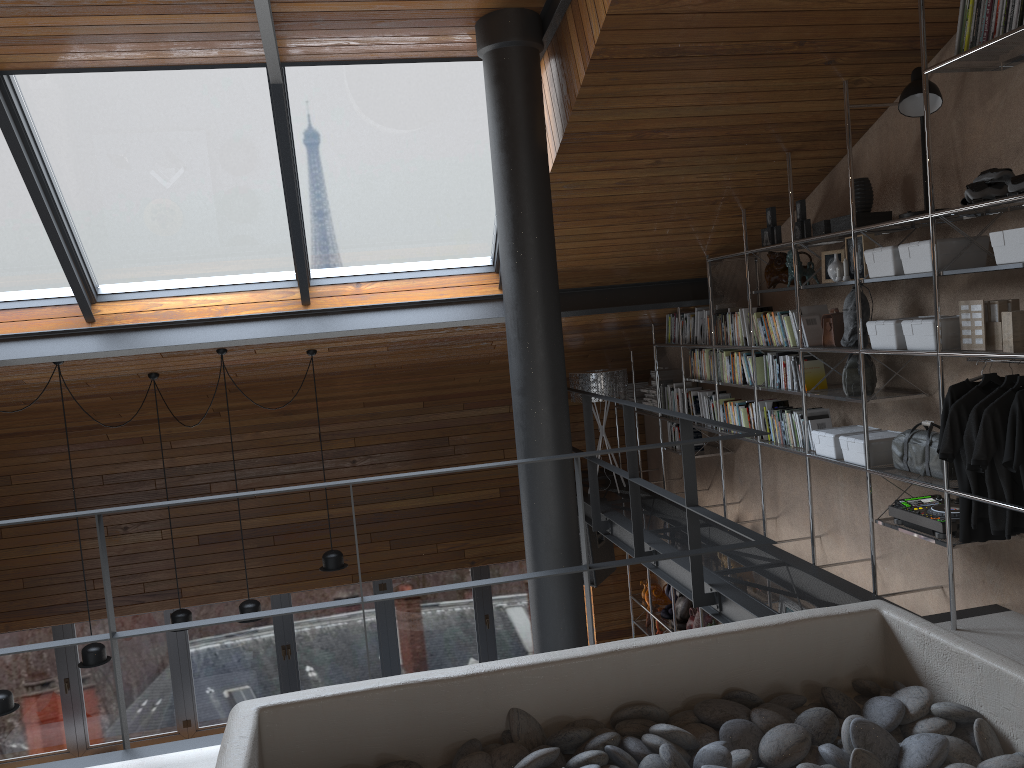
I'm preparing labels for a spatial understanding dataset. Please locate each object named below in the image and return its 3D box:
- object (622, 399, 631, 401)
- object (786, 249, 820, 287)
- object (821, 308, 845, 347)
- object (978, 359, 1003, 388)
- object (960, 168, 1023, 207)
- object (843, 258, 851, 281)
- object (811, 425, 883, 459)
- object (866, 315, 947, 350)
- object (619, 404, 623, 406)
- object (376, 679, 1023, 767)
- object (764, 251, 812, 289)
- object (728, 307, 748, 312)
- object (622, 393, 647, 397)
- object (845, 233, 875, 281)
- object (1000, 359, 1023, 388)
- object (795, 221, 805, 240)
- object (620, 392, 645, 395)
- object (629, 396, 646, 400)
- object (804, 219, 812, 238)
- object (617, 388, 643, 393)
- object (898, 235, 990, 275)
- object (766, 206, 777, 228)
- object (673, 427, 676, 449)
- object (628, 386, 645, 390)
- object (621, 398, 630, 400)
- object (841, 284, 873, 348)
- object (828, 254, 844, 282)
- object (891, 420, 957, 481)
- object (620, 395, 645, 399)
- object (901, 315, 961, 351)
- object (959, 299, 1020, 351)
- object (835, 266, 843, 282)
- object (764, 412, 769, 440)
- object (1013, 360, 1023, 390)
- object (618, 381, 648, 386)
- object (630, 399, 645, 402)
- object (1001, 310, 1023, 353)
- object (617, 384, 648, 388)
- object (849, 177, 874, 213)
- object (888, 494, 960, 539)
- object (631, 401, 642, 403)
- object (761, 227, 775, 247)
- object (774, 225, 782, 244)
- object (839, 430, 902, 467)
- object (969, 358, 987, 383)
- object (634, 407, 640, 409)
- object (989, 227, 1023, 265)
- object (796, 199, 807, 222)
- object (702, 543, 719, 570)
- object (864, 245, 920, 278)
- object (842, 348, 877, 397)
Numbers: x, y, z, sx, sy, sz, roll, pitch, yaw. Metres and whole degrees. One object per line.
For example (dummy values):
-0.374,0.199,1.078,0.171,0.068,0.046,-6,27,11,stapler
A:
1.107,0.136,8.061,0.243,0.012,0.159,-6,4,-11,object
1.621,-0.655,4.955,0.197,0.220,0.102,-7,5,-27,object
1.717,-0.303,4.724,0.082,0.202,0.227,-2,5,40,object
1.955,-0.006,3.625,0.387,0.197,0.009,-6,4,-15,object
1.956,-0.774,3.331,0.286,0.141,0.657,-6,4,-18,object
1.667,-0.571,4.426,0.037,0.114,0.037,-7,4,-25,object
1.784,0.308,4.722,0.295,0.136,0.228,-6,4,-11,object
1.845,-0.239,4.130,0.295,0.136,0.228,-6,4,-11,object
1.112,0.179,8.063,0.234,0.025,0.176,-6,4,-11,object
0.340,0.947,1.717,1.842,0.246,1.436,-6,4,-11,object
1.606,-0.671,5.157,0.278,0.222,0.138,-2,5,35,object
1.497,-0.383,5.822,0.146,0.240,0.023,-6,4,-11,object
1.105,0.094,8.042,0.246,0.016,0.182,-6,4,-11,object
1.727,-0.626,4.393,0.062,0.219,0.157,-6,4,-11,object
1.979,0.000,3.505,0.387,0.197,0.009,-6,4,-15,object
1.618,-0.856,5.009,0.029,0.117,0.086,-6,4,-20,object
1.104,0.078,8.041,0.246,0.016,0.182,-6,4,-11,object
1.150,0.122,7.807,0.203,0.013,0.161,-6,4,-11,object
1.639,-0.851,4.914,0.029,0.117,0.086,-4,4,14,object
1.098,0.056,8.039,0.252,0.028,0.180,-6,4,-11,object
1.873,-0.558,3.847,0.295,0.136,0.228,-6,4,-11,object
1.516,-0.975,5.186,0.029,0.114,0.084,-5,4,-4,object
1.320,0.419,6.932,0.111,0.174,0.011,-6,4,-11,object
1.104,0.030,8.055,0.233,0.021,0.174,-6,4,-11,object
1.120,0.122,8.069,0.216,0.012,0.161,-6,4,-11,object
1.741,-0.334,4.492,0.157,0.339,0.229,-4,4,16,object
1.681,-0.601,4.588,0.091,0.146,0.091,-3,4,23,object
1.911,0.292,4.057,0.166,0.247,0.376,-6,4,-13,object
1.116,0.108,8.059,0.224,0.017,0.167,-6,4,-11,object
1.897,-0.225,3.870,0.295,0.136,0.228,-6,4,-11,object
1.951,-0.244,3.611,0.142,0.205,0.196,-6,4,-13,object
1.649,-0.554,4.474,0.037,0.077,0.037,-7,4,-25,object
1.615,0.247,5.427,0.131,0.180,0.042,-6,4,-11,object
1.992,0.004,3.441,0.387,0.197,0.009,-6,4,-15,object
1.091,-0.004,8.062,0.246,0.016,0.182,-6,4,-11,object
1.179,0.136,7.788,0.228,0.016,0.182,-6,4,-11,object
1.930,-0.201,3.387,0.074,0.156,0.078,-5,4,4,object
1.095,0.012,8.053,0.246,0.016,0.182,-6,4,-11,object
1.739,-0.931,4.411,0.115,0.177,0.115,-4,4,14,object
1.978,0.601,4.065,0.320,0.114,0.404,-6,4,-11,object
1.160,0.150,7.801,0.201,0.013,0.161,-6,4,-11,object
1.515,-0.862,5.242,0.029,0.117,0.086,-7,5,-25,object
1.544,-0.858,5.148,0.029,0.117,0.086,-4,4,9,object
1.837,0.323,4.459,0.295,0.136,0.228,-6,4,-11,object
1.946,-0.051,3.669,0.283,0.118,0.016,-6,4,-11,object
1.164,0.200,7.810,0.201,0.012,0.161,-6,4,-11,object
1.983,-0.522,3.303,0.290,0.124,0.222,-6,4,-11,object
1.615,-0.968,4.953,0.029,0.114,0.084,-5,4,1,object
1.502,1.245,6.866,0.207,0.442,0.328,-6,4,-18,object
1.822,-0.572,4.102,0.295,0.136,0.228,-6,4,-11,object
1.793,-0.070,4.583,0.166,0.240,0.390,-3,4,22,object
